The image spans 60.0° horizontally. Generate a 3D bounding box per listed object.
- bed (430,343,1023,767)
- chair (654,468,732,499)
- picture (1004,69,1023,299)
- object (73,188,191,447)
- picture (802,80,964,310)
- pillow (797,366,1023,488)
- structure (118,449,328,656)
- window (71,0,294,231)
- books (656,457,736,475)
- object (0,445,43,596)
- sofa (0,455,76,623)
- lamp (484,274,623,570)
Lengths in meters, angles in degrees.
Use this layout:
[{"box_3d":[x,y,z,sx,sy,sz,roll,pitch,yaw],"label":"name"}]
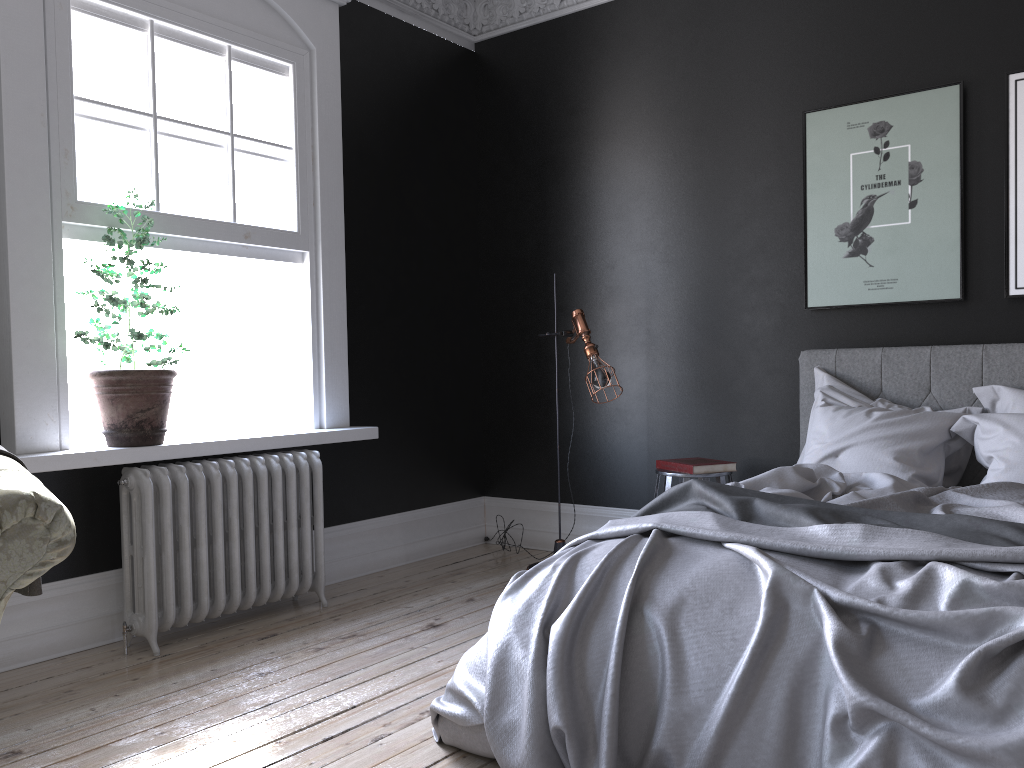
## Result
[{"box_3d":[1.325,0.491,3.170,2.765,1.299,3.281,-1,1,25],"label":"bed"},{"box_3d":[0.977,0.793,4.742,0.613,0.673,0.613,-1,1,-9],"label":"chair"},{"box_3d":[2.685,-0.954,4.024,0.791,1.079,0.014,0,2,37],"label":"picture"},{"box_3d":[-1.706,-0.288,3.984,0.474,1.134,0.505,-2,2,-13],"label":"object"},{"box_3d":[1.909,-0.947,4.606,0.791,1.079,0.014,0,2,37],"label":"picture"},{"box_3d":[2.035,0.279,4.017,1.830,0.760,0.680,0,2,37],"label":"pillow"},{"box_3d":[-1.371,0.780,4.331,0.276,0.849,1.140,0,2,37],"label":"structure"},{"box_3d":[-1.586,-1.238,4.384,0.056,1.017,1.262,0,2,37],"label":"window"},{"box_3d":[0.979,0.434,4.723,0.275,0.045,0.346,-2,1,-23],"label":"books"},{"box_3d":[-2.056,0.376,2.490,1.367,0.585,0.516,-1,1,-4],"label":"object"},{"box_3d":[-2.547,0.685,1.670,1.606,1.161,2.811,0,1,38],"label":"sofa"},{"box_3d":[0.212,0.238,5.483,0.437,1.780,1.717,-2,1,-15],"label":"lamp"}]
